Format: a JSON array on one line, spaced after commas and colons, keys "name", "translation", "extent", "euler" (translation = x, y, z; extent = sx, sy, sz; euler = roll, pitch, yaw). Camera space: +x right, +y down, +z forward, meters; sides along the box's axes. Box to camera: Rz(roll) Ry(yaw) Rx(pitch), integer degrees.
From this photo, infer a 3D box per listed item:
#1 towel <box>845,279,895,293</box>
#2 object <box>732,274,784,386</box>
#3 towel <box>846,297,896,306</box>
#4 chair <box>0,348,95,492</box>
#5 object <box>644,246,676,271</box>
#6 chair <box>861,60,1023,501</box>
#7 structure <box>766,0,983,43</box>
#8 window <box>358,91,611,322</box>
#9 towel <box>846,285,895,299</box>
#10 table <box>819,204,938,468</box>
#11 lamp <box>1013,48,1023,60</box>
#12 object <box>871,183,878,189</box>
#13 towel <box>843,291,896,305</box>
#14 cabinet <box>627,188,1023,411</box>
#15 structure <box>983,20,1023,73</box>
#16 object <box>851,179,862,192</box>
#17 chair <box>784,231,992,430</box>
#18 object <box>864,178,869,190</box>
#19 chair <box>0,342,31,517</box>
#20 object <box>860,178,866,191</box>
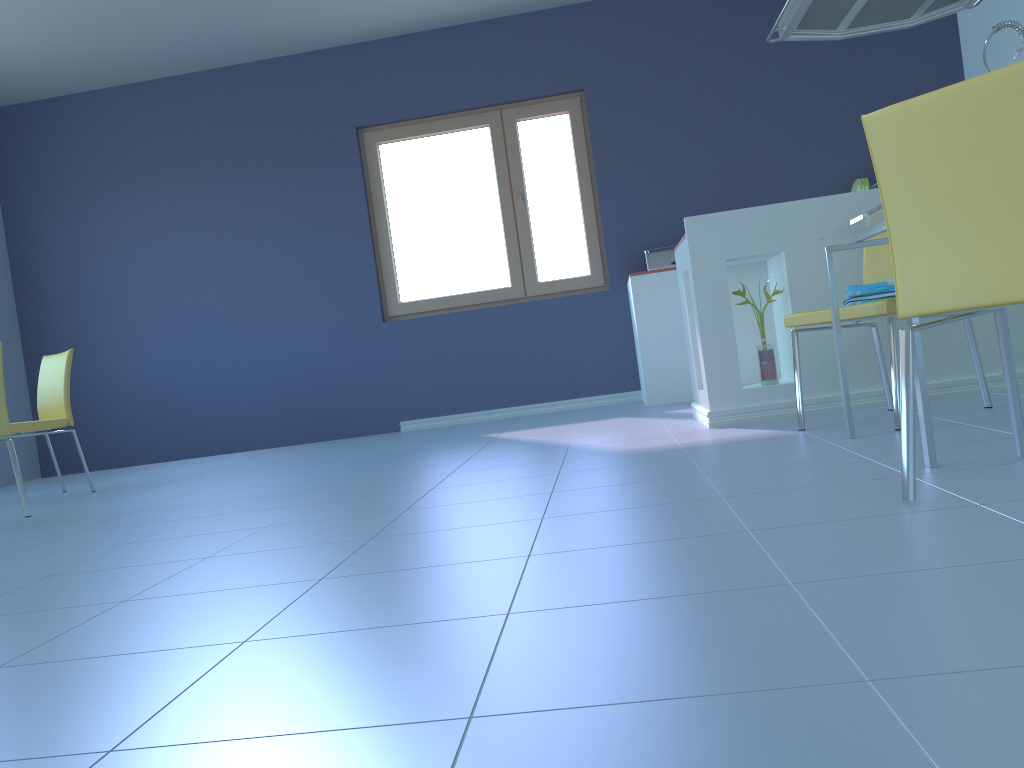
[{"name": "towel", "translation": [1.169, -0.309, 2.817], "extent": [0.190, 0.033, 0.195], "euler": [-7, 2, 32]}, {"name": "object", "translation": [0.949, -0.206, 3.372], "extent": [0.229, 0.423, 0.067], "euler": [-7, 2, 37]}, {"name": "towel", "translation": [1.170, -0.264, 2.821], "extent": [0.201, 0.024, 0.195], "euler": [-7, 2, 26]}, {"name": "chair", "translation": [-2.332, 0.212, 4.217], "extent": [0.387, 0.699, 0.484], "euler": [-6, 2, 42]}, {"name": "object", "translation": [0.983, -0.750, 5.302], "extent": [0.364, 0.153, 0.235], "euler": [-8, 1, 6]}, {"name": "chair", "translation": [0.943, -0.171, 1.573], "extent": [0.484, 0.695, 0.387], "euler": [-9, 2, -36]}, {"name": "structure", "translation": [1.470, -1.976, 3.526], "extent": [0.895, 0.962, 0.695], "euler": [-8, 1, 6]}, {"name": "window", "translation": [-0.186, -1.122, 5.682], "extent": [1.475, 1.263, 0.142], "euler": [-8, 1, 6]}, {"name": "towel", "translation": [1.168, -0.293, 2.818], "extent": [0.192, 0.027, 0.195], "euler": [-7, 2, 27]}, {"name": "table", "translation": [1.474, -0.201, 2.171], "extent": [1.173, 0.590, 0.730], "euler": [-8, 1, 6]}, {"name": "lamp", "translation": [2.386, -1.514, 3.863], "extent": [0.400, 0.134, 0.037], "euler": [-8, 1, 6]}, {"name": "object", "translation": [2.465, -1.048, 5.133], "extent": [0.611, 0.350, 0.367], "euler": [-8, 1, 6]}, {"name": "towel", "translation": [1.169, -0.277, 2.815], "extent": [0.201, 0.024, 0.195], "euler": [-7, 2, 31]}, {"name": "cabinet", "translation": [1.706, -0.393, 4.345], "extent": [2.139, 0.800, 2.200], "euler": [-8, 1, 6]}, {"name": "structure", "translation": [2.462, -1.312, 4.261], "extent": [0.178, 0.920, 0.308], "euler": [-8, 1, 5]}, {"name": "object", "translation": [2.036, -1.104, 5.254], "extent": [0.053, 0.214, 0.220], "euler": [-8, 1, 3]}, {"name": "chair", "translation": [1.185, -0.236, 2.834], "extent": [0.484, 0.695, 0.387], "euler": [-9, 2, -30]}, {"name": "object", "translation": [2.078, -1.109, 5.251], "extent": [0.053, 0.214, 0.220], "euler": [-8, 1, 3]}, {"name": "chair", "translation": [-2.234, 0.215, 3.485], "extent": [0.484, 0.695, 0.387], "euler": [-7, 2, 37]}, {"name": "object", "translation": [2.057, -1.107, 5.252], "extent": [0.053, 0.214, 0.220], "euler": [-8, 1, 3]}]
